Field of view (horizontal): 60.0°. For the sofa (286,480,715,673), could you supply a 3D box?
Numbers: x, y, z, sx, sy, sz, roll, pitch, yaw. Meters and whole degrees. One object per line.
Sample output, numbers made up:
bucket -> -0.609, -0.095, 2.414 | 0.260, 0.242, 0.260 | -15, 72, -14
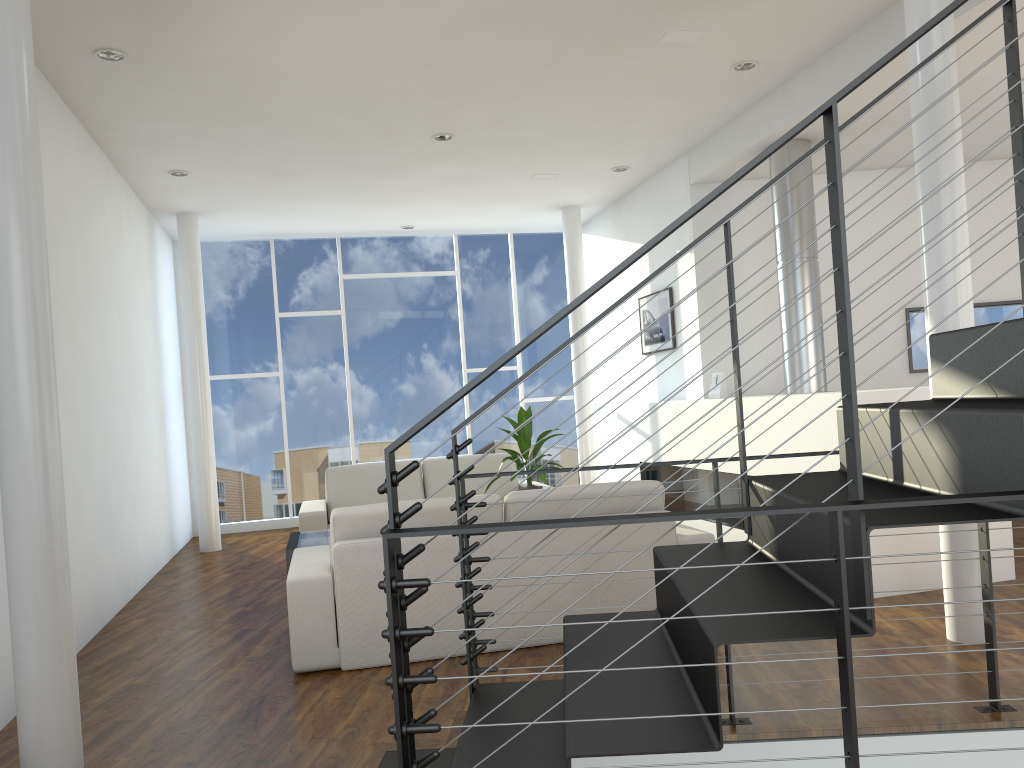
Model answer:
sofa -> -0.077, 0.695, 3.613 | 1.610, 0.565, 0.803 | -4, -1, -12

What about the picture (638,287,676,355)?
picture -> 1.015, -0.432, 6.238 | 0.020, 0.415, 0.575 | -4, -1, -13

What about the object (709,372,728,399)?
object -> 1.190, 0.009, 5.127 | 0.061, 0.151, 0.100 | -4, 0, -26

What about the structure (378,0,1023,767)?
structure -> 1.783, 0.338, 1.792 | 4.362, 6.297, 1.094 | -4, 0, 3

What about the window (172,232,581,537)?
window -> -1.129, -1.644, 7.607 | 3.414, 5.635, 0.090 | -4, 0, -13

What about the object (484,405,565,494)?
object -> 0.105, 0.409, 4.697 | 0.431, 0.601, 0.458 | -4, 0, -28

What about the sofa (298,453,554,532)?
sofa -> -0.537, 0.776, 5.701 | 1.610, 0.565, 0.803 | -4, -1, -12

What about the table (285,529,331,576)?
table -> -0.334, 0.882, 4.637 | 1.608, 0.284, 0.661 | -4, -1, -12

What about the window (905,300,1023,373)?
window -> 3.481, -0.339, 5.553 | 2.024, 0.408, 0.165 | -4, 0, 3

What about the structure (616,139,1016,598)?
structure -> 1.397, -0.185, 5.031 | 0.750, 2.206, 2.752 | -4, -1, -13
